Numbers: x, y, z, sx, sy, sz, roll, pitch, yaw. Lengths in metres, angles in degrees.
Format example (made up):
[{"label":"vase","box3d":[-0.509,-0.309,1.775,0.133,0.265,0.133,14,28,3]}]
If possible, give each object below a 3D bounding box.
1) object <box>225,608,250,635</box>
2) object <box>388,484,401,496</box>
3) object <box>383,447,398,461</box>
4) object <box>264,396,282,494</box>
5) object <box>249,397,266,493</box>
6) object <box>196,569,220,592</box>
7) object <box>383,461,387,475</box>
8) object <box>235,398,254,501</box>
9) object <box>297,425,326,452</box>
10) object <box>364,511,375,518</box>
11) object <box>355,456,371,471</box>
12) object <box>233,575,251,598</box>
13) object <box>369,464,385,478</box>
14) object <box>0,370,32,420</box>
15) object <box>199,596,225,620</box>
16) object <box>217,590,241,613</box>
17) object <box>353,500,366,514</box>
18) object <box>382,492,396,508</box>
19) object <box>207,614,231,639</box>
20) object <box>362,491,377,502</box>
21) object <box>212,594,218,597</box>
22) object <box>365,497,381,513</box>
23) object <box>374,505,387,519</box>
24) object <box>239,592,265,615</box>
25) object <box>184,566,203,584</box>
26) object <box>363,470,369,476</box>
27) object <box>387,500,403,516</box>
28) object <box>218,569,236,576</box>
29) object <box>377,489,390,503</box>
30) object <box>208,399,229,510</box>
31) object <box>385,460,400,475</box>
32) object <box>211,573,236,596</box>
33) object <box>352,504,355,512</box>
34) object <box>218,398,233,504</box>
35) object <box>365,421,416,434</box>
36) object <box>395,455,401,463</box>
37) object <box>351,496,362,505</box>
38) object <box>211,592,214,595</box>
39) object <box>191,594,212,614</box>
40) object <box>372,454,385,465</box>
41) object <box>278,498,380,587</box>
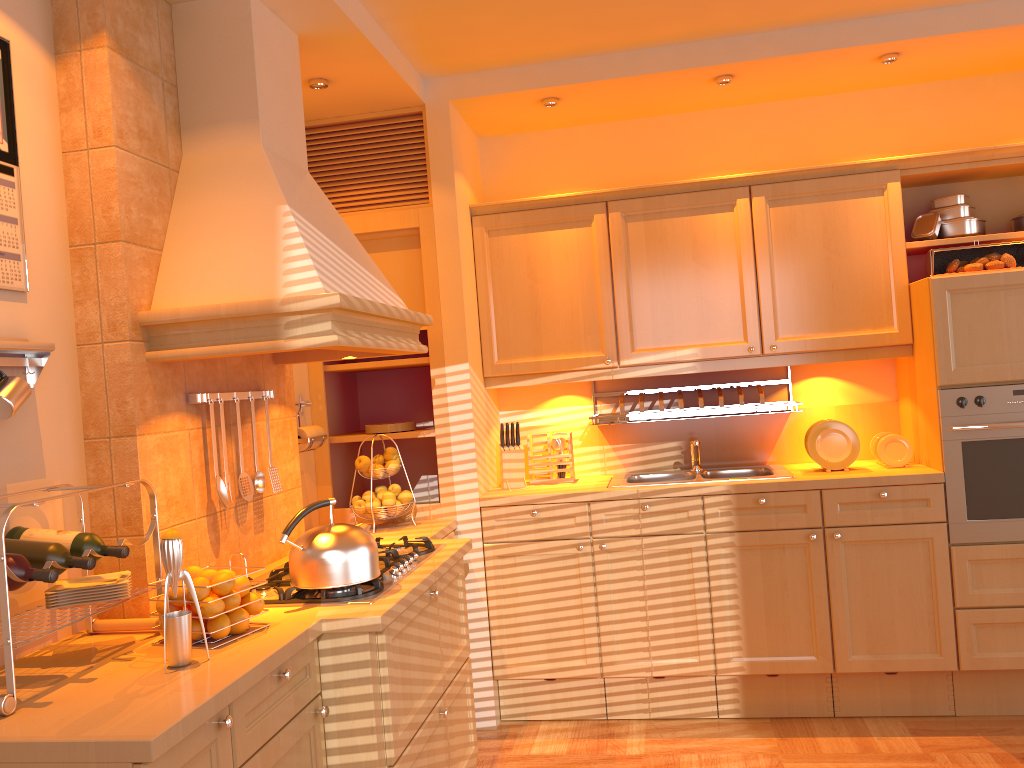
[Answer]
[{"label":"object","box3d":[-0.654,0.557,2.083,0.074,0.063,0.064,-4,0,-10]},{"label":"object","box3d":[-0.468,0.424,3.542,0.050,0.052,0.049,-4,0,17]},{"label":"object","box3d":[-0.490,0.283,3.575,0.055,0.059,0.058,-4,0,-34]},{"label":"object","box3d":[-0.792,0.200,2.927,0.020,0.323,0.061,-4,0,10]},{"label":"object","box3d":[-0.829,0.195,2.827,0.037,0.309,0.077,-4,0,9]},{"label":"object","box3d":[-0.712,0.462,2.083,0.063,0.053,0.051,-4,0,-29]},{"label":"object","box3d":[-0.524,0.344,3.608,0.058,0.059,0.058,-4,0,41]},{"label":"object","box3d":[-0.827,0.200,2.730,0.017,0.320,0.090,-4,0,10]},{"label":"object","box3d":[-0.815,0.216,3.517,0.096,0.094,0.186,-4,0,10]},{"label":"object","box3d":[-0.569,0.516,3.542,0.046,0.043,0.047,-4,0,-30]},{"label":"object","box3d":[-0.592,0.317,3.533,0.063,0.064,0.061,-4,0,19]},{"label":"object","box3d":[-0.651,0.484,2.117,0.053,0.052,0.061,-4,0,-17]},{"label":"object","box3d":[-0.539,0.346,3.532,0.064,0.058,0.063,-4,0,-24]},{"label":"object","box3d":[-1.116,0.023,1.962,0.066,0.111,0.103,-4,0,3]},{"label":"object","box3d":[-0.680,0.506,2.006,0.053,0.051,0.063,-4,0,29]},{"label":"object","box3d":[-0.661,0.506,2.065,0.062,0.053,0.052,-4,0,32]},{"label":"object","box3d":[-0.600,0.487,3.510,0.056,0.057,0.053,-4,0,-13]},{"label":"object","box3d":[-0.481,0.453,3.469,0.056,0.063,0.065,-4,0,-14]},{"label":"object","box3d":[-0.669,0.552,2.024,0.052,0.057,0.060,-4,0,-28]},{"label":"object","box3d":[-0.567,0.453,3.526,0.055,0.058,0.056,-4,0,-44]},{"label":"object","box3d":[-0.694,0.522,2.125,0.062,0.053,0.051,-4,0,-22]},{"label":"object","box3d":[-0.545,0.475,3.474,0.063,0.063,0.063,-4,0,21]},{"label":"object","box3d":[-0.522,0.509,3.519,0.052,0.056,0.057,-4,0,-28]},{"label":"object","box3d":[-0.625,0.528,2.130,0.061,0.054,0.052,-4,0,37]},{"label":"object","box3d":[-0.765,0.467,2.138,0.059,0.060,0.050,-4,0,-31]},{"label":"object","box3d":[-0.576,0.348,3.578,0.057,0.056,0.051,-4,0,-30]},{"label":"object","box3d":[-0.465,0.491,3.510,0.064,0.062,0.064,-4,0,-3]},{"label":"object","box3d":[-0.698,0.476,2.152,0.063,0.053,0.051,-4,0,-17]},{"label":"object","box3d":[-0.505,0.447,3.519,0.063,0.061,0.063,-4,0,-17]},{"label":"object","box3d":[-0.849,0.204,2.571,0.028,0.323,0.055,-4,0,10]},{"label":"object","box3d":[-0.481,0.334,3.563,0.063,0.063,0.064,-4,0,27]},{"label":"object","box3d":[-0.667,0.462,2.044,0.053,0.051,0.063,-4,0,17]},{"label":"object","box3d":[-0.620,0.495,3.557,0.046,0.045,0.046,-4,0,-19]},{"label":"object","box3d":[-0.850,0.202,2.630,0.006,0.319,0.028,-4,0,10]},{"label":"object","box3d":[-0.529,0.192,3.880,0.222,0.039,0.222,-4,0,27]},{"label":"object","box3d":[-0.481,0.311,3.616,0.057,0.060,0.058,-4,0,31]},{"label":"object","box3d":[-0.628,0.477,3.598,0.044,0.047,0.046,-4,0,31]},{"label":"object","box3d":[-0.750,0.515,2.155,0.061,0.054,0.053,-4,0,16]},{"label":"object","box3d":[-0.716,0.507,2.051,0.051,0.053,0.064,-4,0,-27]},{"label":"object","box3d":[-0.538,0.310,3.578,0.051,0.051,0.050,-4,0,34]},{"label":"object","box3d":[-0.490,0.419,2.418,0.242,0.215,0.251,-4,0,-3]}]
